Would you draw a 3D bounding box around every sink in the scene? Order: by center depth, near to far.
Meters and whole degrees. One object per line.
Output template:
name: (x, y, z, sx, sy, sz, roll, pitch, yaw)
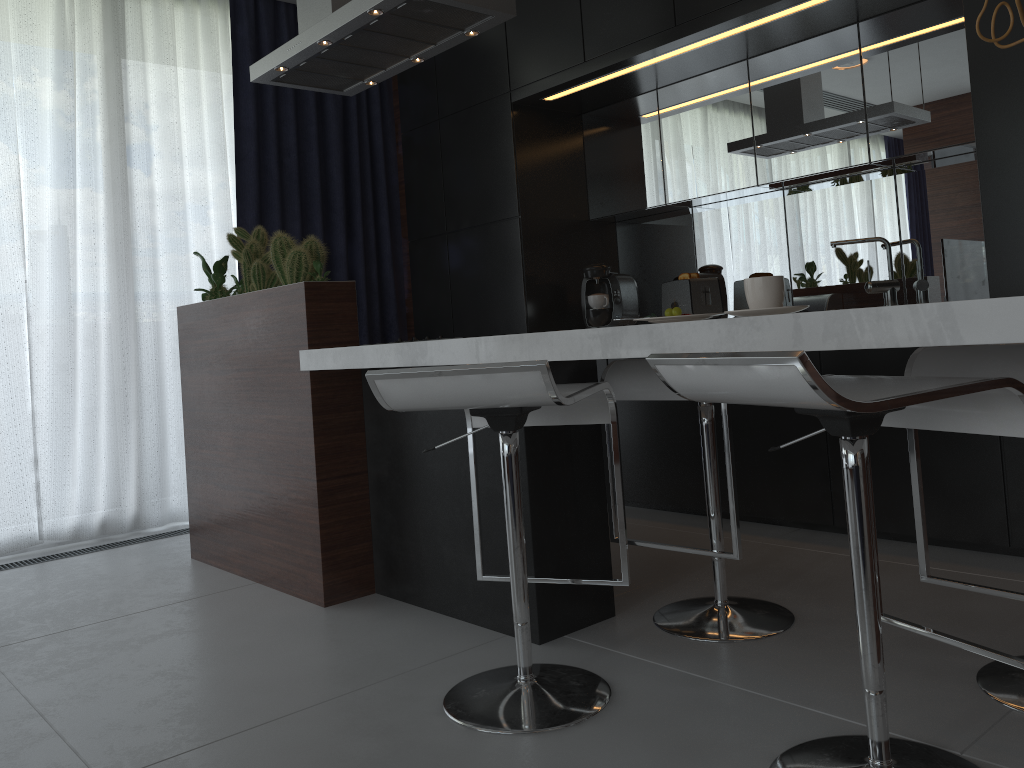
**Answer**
sink: (1.247, -0.304, 3.306, 0.505, 0.493, 0.850, -5, 2, -41)

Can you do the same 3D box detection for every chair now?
chair: (0.530, 0.287, 1.411, 0.465, 0.710, 0.395, -4, -1, -23)
chair: (1.098, 0.215, 1.724, 0.465, 0.742, 0.394, -4, -1, -35)
chair: (-0.014, 0.304, 1.842, 0.395, 0.710, 0.464, -4, -1, 22)
chair: (0.542, 0.225, 2.288, 0.394, 0.742, 0.465, -5, -1, 45)

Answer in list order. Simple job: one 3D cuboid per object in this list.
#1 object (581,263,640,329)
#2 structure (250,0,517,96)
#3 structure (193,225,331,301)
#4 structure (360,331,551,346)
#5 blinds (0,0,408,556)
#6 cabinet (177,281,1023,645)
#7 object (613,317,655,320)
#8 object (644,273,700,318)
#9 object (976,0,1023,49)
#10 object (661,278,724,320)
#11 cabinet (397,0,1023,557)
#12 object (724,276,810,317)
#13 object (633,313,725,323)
object: (0.452, -0.414, 4.176, 0.214, 0.313, 0.270, -4, 0, 34)
structure: (-0.520, -1.556, 3.147, 0.447, 0.761, 1.040, -3, 0, -41)
structure: (-0.905, -0.429, 3.080, 0.223, 0.286, 0.997, -4, 2, -38)
structure: (-0.192, -0.133, 2.839, 0.506, 0.057, 0.761, -7, 4, -41)
blinds: (-0.752, -0.603, 0.436, 5.816, 2.776, 7.115, -6, 3, -37)
cabinet: (0.033, -0.653, 2.421, 0.788, 2.556, 3.324, -3, 0, -41)
object: (0.379, -0.169, 2.233, 0.248, 0.008, 0.026, -3, 3, 18)
object: (0.603, -0.325, 3.067, 0.140, 0.221, 1.881, -4, 3, 14)
object: (0.717, -0.489, 1.211, 0.197, 0.736, 0.388, -5, -1, 30)
object: (0.789, -0.366, 3.919, 0.176, 0.195, 0.260, -4, 1, -20)
cabinet: (0.808, -0.781, 3.786, 0.707, 2.558, 3.467, -3, 0, -41)
object: (0.556, -0.191, 1.940, 0.181, 0.086, 0.182, -3, 2, 25)
object: (0.428, -0.163, 2.247, 0.238, 0.019, 0.239, -3, 3, 21)
